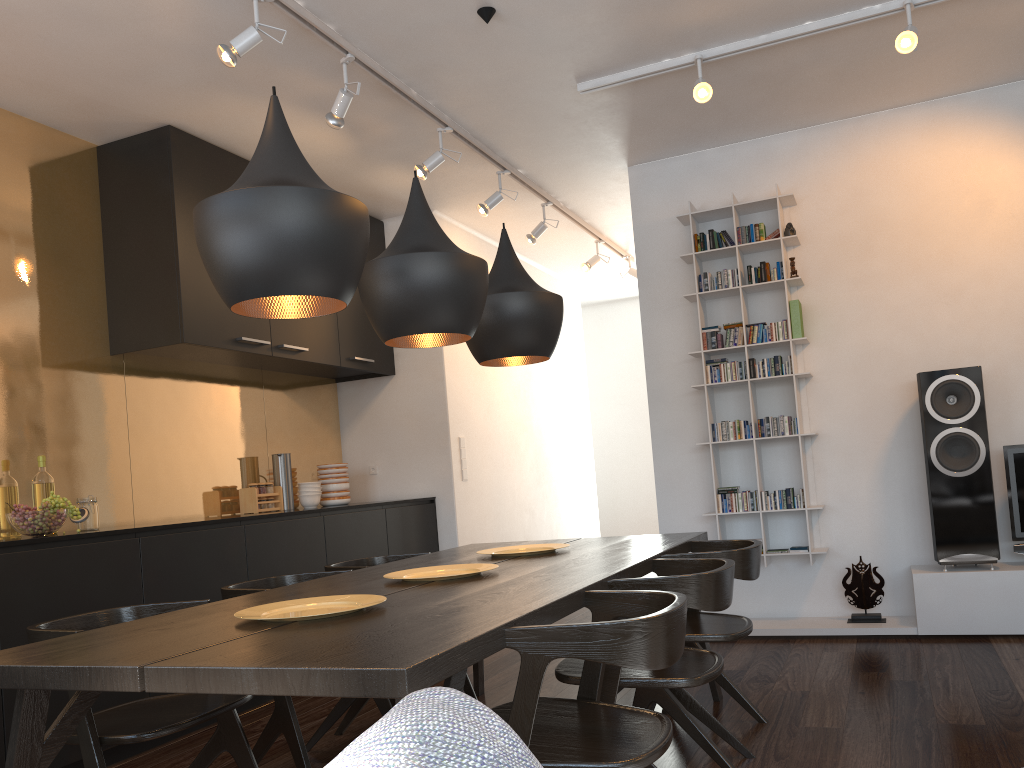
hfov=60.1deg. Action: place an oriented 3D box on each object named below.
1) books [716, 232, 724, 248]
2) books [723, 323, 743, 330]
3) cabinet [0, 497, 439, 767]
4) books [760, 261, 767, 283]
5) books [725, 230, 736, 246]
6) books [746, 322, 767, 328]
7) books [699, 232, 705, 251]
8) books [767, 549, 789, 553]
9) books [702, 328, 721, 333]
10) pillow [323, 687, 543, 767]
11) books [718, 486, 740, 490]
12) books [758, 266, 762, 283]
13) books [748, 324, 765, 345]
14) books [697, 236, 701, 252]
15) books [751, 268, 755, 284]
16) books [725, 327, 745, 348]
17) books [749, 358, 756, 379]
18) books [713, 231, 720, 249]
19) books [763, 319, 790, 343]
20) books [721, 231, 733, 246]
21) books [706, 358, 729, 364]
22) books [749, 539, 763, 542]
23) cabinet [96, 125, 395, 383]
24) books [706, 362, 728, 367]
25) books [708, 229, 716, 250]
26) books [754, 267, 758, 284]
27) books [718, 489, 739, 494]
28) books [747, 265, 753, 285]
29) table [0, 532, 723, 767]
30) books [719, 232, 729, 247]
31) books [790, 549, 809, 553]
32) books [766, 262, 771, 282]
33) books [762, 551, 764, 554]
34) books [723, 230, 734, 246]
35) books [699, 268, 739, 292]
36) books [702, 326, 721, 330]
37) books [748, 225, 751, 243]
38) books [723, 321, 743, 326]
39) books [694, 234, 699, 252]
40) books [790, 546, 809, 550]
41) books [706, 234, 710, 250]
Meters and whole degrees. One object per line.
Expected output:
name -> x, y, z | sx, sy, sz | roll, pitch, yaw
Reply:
books -> 1.169, -0.798, 4.958 | 0.028, 0.093, 0.070 | -6, -4, 23
books -> 1.239, -0.318, 4.931 | 0.108, 0.017, 0.069 | -7, -6, 23
cabinet -> -1.789, 1.064, 3.667 | 0.734, 0.896, 5.075 | -6, -6, 22
books -> 1.387, -0.609, 4.866 | 0.029, 0.115, 0.074 | -6, -3, 23
books -> 1.223, -0.808, 4.936 | 0.058, 0.098, 0.069 | -6, -4, 23
books -> 1.352, -0.327, 4.890 | 0.107, 0.008, 0.069 | -7, -7, 23
books -> 1.080, -0.795, 4.993 | 0.023, 0.107, 0.069 | -6, -3, 23
books -> 1.466, 0.920, 4.871 | 0.112, 0.012, 0.093 | -7, -7, 23
books -> 1.125, -0.298, 4.990 | 0.092, 0.013, 0.070 | -7, -7, 23
pillow -> -0.003, 0.360, 0.295 | 0.287, 0.413, 0.495 | -6, -5, 21
books -> 1.221, 0.587, 4.974 | 0.112, 0.012, 0.093 | -7, -7, 23
books -> 1.366, -0.595, 4.874 | 0.020, 0.092, 0.070 | -6, -4, 23
books -> 1.353, -0.269, 4.896 | 0.088, 0.107, 0.096 | -6, -4, 23
books -> 1.064, -0.785, 5.002 | 0.014, 0.092, 0.070 | -6, -4, 23
books -> 1.338, -0.591, 4.888 | 0.014, 0.092, 0.070 | -6, -4, 23
books -> 1.248, -0.256, 4.944 | 0.114, 0.107, 0.096 | -6, -4, 23
books -> 1.337, -0.082, 4.904 | 0.029, 0.115, 0.074 | -6, -3, 23
books -> 1.151, -0.800, 4.965 | 0.019, 0.099, 0.074 | -6, -4, 23
books -> 1.457, -0.285, 4.863 | 0.137, 0.112, 0.122 | -7, -5, 23
books -> 1.206, -0.806, 4.943 | 0.058, 0.098, 0.069 | -6, -4, 23
books -> 1.163, -0.125, 5.007 | 0.112, 0.022, 0.096 | -7, -6, 23
books -> 1.339, 0.866, 4.888 | 0.092, 0.013, 0.070 | -7, -7, 23
cabinet -> -1.420, -0.624, 5.191 | 0.533, 1.045, 1.959 | -6, -5, 23
books -> 1.165, -0.110, 5.002 | 0.112, 0.012, 0.093 | -7, -7, 23
books -> 1.129, -0.804, 4.976 | 0.029, 0.115, 0.074 | -6, -3, 23
books -> 1.351, -0.592, 4.881 | 0.014, 0.092, 0.070 | -6, -4, 23
books -> 1.215, 0.603, 4.958 | 0.107, 0.023, 0.069 | -7, -6, 23
books -> 1.320, -0.596, 4.892 | 0.023, 0.107, 0.069 | -6, -3, 23
table -> -0.148, 0.927, 2.716 | 1.110, 0.676, 2.506 | -7, -6, 22
books -> 1.190, -0.800, 4.948 | 0.046, 0.090, 0.070 | -6, -4, 23
books -> 1.563, 0.906, 4.806 | 0.092, 0.013, 0.070 | -7, -7, 23
books -> 1.410, -0.608, 4.859 | 0.016, 0.107, 0.069 | -6, -3, 23
books -> 1.339, 0.933, 4.890 | 0.107, 0.016, 0.069 | -7, -7, 23
books -> 1.214, -0.807, 4.939 | 0.058, 0.098, 0.069 | -6, -4, 23
books -> 1.175, -0.577, 4.986 | 0.222, 0.112, 0.109 | -7, -5, 23
books -> 1.126, -0.312, 4.986 | 0.093, 0.013, 0.070 | -8, -7, 28
books -> 1.321, -0.819, 4.908 | 0.012, 0.107, 0.069 | -5, -3, 23
books -> 1.242, -0.332, 4.940 | 0.112, 0.014, 0.093 | -7, -7, 23
books -> 1.051, -0.790, 5.011 | 0.016, 0.107, 0.069 | -6, -3, 23
books -> 1.564, 0.892, 4.801 | 0.093, 0.013, 0.070 | -8, -7, 28
books -> 1.112, -0.791, 4.983 | 0.014, 0.092, 0.070 | -6, -4, 23
